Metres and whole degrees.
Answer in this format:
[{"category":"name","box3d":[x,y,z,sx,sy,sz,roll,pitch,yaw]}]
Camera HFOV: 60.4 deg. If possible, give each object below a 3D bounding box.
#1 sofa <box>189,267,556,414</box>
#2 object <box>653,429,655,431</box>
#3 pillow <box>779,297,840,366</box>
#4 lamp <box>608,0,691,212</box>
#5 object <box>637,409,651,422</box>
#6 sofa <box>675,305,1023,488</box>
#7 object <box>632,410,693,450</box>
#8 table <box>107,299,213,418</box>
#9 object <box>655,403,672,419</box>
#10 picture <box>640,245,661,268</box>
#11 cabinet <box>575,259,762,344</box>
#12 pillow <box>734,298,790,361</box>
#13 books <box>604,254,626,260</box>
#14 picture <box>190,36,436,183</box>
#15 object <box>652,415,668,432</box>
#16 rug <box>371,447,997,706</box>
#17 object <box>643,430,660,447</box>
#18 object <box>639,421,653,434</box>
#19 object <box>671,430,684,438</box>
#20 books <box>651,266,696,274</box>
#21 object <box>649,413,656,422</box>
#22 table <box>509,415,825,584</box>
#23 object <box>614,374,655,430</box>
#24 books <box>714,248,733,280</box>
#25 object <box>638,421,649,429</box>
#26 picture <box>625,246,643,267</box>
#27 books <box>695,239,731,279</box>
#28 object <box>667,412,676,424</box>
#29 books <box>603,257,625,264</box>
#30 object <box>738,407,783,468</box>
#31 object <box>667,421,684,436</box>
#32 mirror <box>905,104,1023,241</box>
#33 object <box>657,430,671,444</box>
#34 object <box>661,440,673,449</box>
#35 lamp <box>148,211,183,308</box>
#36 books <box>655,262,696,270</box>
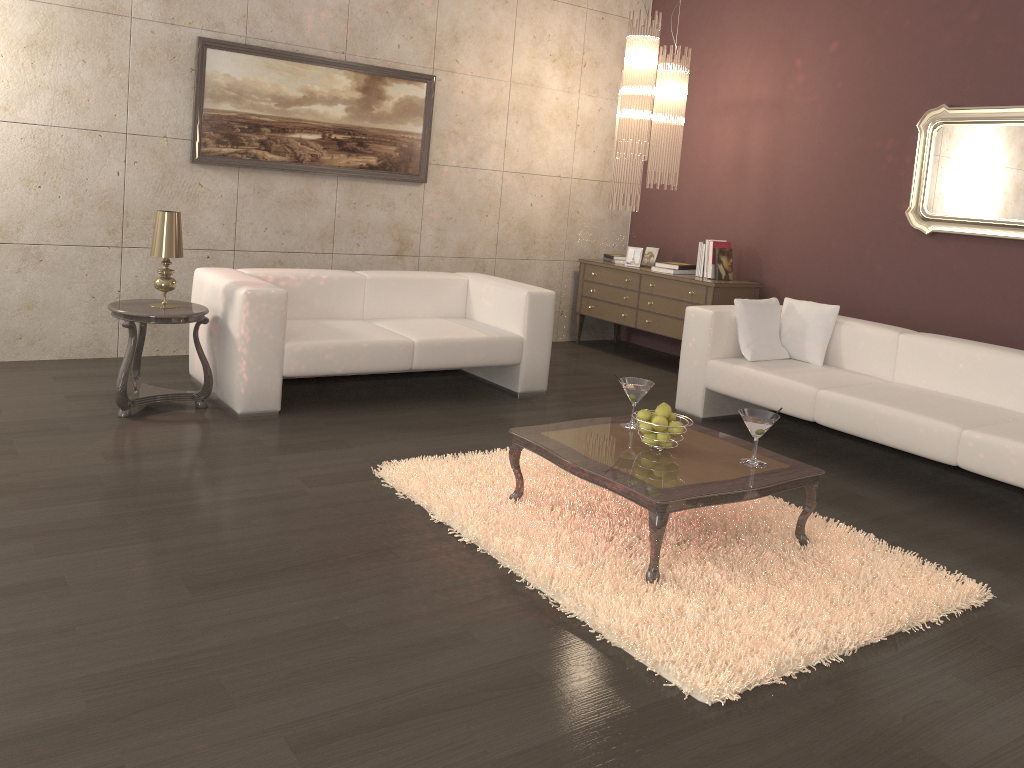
[{"category":"sofa","box3d":[-0.807,-0.323,5.335,2.028,0.642,0.959,-3,13,-35]},{"category":"object","box3d":[0.548,0.154,3.425,0.066,0.065,0.066,9,10,21]},{"category":"pillow","box3d":[1.761,-0.322,5.317,0.169,0.356,0.382,0,11,-37]},{"category":"lamp","box3d":[1.065,-2.630,6.235,0.484,2.798,0.490,5,6,1]},{"category":"object","box3d":[0.506,0.121,3.372,0.053,0.050,0.054,-1,11,-34]},{"category":"sofa","box3d":[2.159,0.118,4.498,0.944,0.641,2.829,-2,14,-35]},{"category":"object","box3d":[0.570,0.189,3.375,0.234,0.117,0.237,7,11,9]},{"category":"table","box3d":[-1.798,-0.138,4.504,0.523,0.514,0.522,3,9,-13]},{"category":"object","box3d":[0.577,0.103,3.356,0.062,0.063,0.063,-1,11,-35]},{"category":"picture","box3d":[1.130,-1.041,7.196,0.142,0.169,0.078,12,10,39]},{"category":"cabinet","box3d":[1.169,-0.542,7.009,0.532,0.719,1.553,-1,12,-35]},{"category":"pillow","box3d":[1.484,-0.329,5.244,0.376,0.353,0.188,-2,10,-36]},{"category":"books","box3d":[0.890,-1.068,7.405,0.169,0.027,0.237,2,13,-15]},{"category":"picture","box3d":[-1.309,-1.842,6.060,1.717,0.783,0.054,-3,9,-35]},{"category":"object","box3d":[0.557,0.150,3.321,0.063,0.060,0.057,9,10,24]},{"category":"rug","box3d":[0.532,0.540,3.425,1.510,0.066,2.031,-4,15,-34]},{"category":"object","box3d":[0.536,0.206,3.371,0.067,0.063,0.070,7,10,9]},{"category":"object","box3d":[0.511,0.166,3.347,0.053,0.050,0.054,-1,11,-31]},{"category":"object","box3d":[0.629,0.175,3.383,0.061,0.061,0.062,8,10,19]},{"category":"books","box3d":[1.270,-0.885,6.854,0.308,0.035,0.228,-5,16,-40]},{"category":"object","box3d":[0.548,0.136,3.384,0.046,0.043,0.046,9,10,25]},{"category":"table","box3d":[0.566,0.400,3.407,0.906,0.298,0.929,-4,15,-36]},{"category":"object","box3d":[0.513,0.071,3.686,0.151,0.214,0.153,-2,11,-42]},{"category":"books","box3d":[1.569,-0.891,6.537,0.172,0.234,0.069,-1,9,-35]},{"category":"object","box3d":[0.510,0.158,3.397,0.044,0.045,0.046,-4,13,-43]},{"category":"picture","box3d":[0.984,-1.026,7.104,0.129,0.154,0.051,9,8,25]},{"category":"books","box3d":[1.516,-0.940,6.620,0.204,0.286,0.181,-1,10,-35]},{"category":"object","box3d":[0.607,0.132,3.391,0.050,0.048,0.046,1,10,-21]},{"category":"books","box3d":[0.908,-1.039,7.415,0.200,0.031,0.280,2,13,-15]},{"category":"object","box3d":[0.916,0.192,3.297,0.152,0.214,0.152,10,9,30]},{"category":"object","box3d":[0.618,0.168,3.329,0.061,0.054,0.063,-4,13,-41]},{"category":"mirror","box3d":[3.070,-1.175,4.933,0.047,0.811,1.813,1,12,-35]},{"category":"object","box3d":[0.571,0.200,3.315,0.051,0.047,0.052,-3,12,-40]},{"category":"object","box3d":[0.589,0.227,3.353,0.043,0.043,0.044,-1,11,-31]},{"category":"lamp","box3d":[-1.756,-0.636,4.478,0.159,0.477,0.162,5,7,-2]},{"category":"books","box3d":[1.280,-0.922,6.867,0.213,0.033,0.290,15,16,38]}]
